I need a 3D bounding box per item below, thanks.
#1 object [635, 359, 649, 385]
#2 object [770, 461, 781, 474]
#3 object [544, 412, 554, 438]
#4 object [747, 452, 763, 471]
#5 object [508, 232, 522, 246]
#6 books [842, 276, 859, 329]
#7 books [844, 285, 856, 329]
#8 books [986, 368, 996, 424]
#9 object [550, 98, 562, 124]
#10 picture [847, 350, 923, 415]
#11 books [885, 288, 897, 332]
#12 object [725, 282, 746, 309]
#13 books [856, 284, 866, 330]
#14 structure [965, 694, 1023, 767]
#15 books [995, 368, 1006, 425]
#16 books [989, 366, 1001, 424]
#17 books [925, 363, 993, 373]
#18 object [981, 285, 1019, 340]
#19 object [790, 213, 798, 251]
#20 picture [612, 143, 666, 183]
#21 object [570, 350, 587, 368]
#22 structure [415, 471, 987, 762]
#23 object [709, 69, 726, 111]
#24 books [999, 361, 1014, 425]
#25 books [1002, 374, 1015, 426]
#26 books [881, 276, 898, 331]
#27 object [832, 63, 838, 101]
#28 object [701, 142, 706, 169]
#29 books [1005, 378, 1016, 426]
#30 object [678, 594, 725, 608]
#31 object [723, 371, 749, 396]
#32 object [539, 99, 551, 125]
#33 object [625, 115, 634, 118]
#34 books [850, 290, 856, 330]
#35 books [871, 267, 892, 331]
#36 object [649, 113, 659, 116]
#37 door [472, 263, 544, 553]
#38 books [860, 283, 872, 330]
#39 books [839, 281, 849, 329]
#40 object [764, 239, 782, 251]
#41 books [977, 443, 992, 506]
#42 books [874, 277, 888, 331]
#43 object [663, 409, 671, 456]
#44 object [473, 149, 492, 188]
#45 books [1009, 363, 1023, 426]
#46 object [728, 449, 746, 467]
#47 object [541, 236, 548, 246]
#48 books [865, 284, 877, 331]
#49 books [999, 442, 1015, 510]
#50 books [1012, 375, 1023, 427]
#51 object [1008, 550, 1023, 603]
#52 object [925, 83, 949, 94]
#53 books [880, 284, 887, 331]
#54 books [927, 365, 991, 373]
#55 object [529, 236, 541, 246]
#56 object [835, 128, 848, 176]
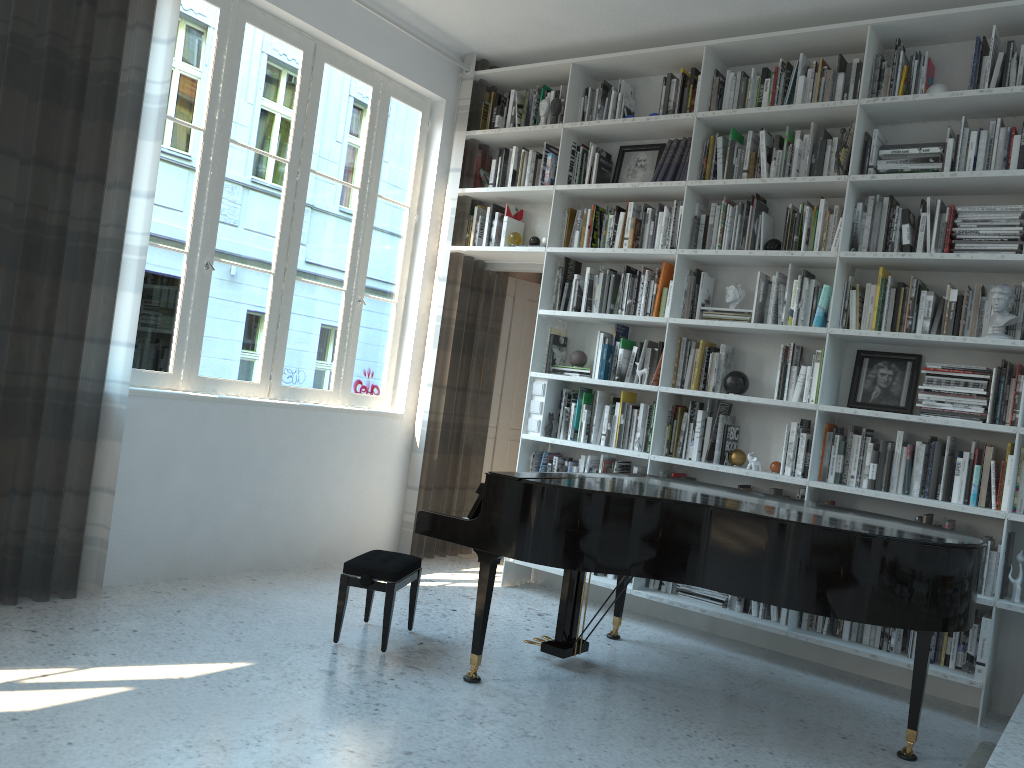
[{"bbox_3d":[0.707,-0.066,4.844,0.081,0.140,0.044,8,0,19],"label":"object"},{"bbox_3d":[1.336,0.421,4.484,0.061,0.062,0.061,8,0,-6],"label":"object"},{"bbox_3d":[0.220,0.240,5.182,0.045,0.146,0.045,8,0,-16],"label":"object"},{"bbox_3d":[1.240,0.394,4.525,0.078,0.095,0.060,8,0,-38],"label":"object"},{"bbox_3d":[0.021,-0.903,5.524,0.087,0.088,0.086,8,0,-6],"label":"object"},{"bbox_3d":[1.679,-0.384,4.401,0.010,0.282,0.140,8,0,35],"label":"books"},{"bbox_3d":[1.683,-0.360,4.394,0.011,0.235,0.142,8,0,35],"label":"books"},{"bbox_3d":[2.168,0.061,3.990,0.012,0.254,0.161,8,0,35],"label":"books"},{"bbox_3d":[0.259,-1.620,5.327,0.067,0.198,0.067,8,0,-12],"label":"object"},{"bbox_3d":[1.812,-0.009,4.317,0.300,0.300,0.077,7,0,35],"label":"picture"},{"bbox_3d":[1.841,-0.337,4.276,0.024,0.228,0.147,8,0,35],"label":"books"},{"bbox_3d":[1.189,-0.468,4.738,0.121,0.157,0.095,8,0,-41],"label":"object"},{"bbox_3d":[1.717,-0.359,4.354,0.042,0.242,0.162,8,0,35],"label":"books"},{"bbox_3d":[2.545,1.175,1.877,2.897,0.659,3.115,7,-1,35],"label":"structure"},{"bbox_3d":[2.201,0.064,3.977,0.013,0.256,0.163,8,0,35],"label":"books"},{"bbox_3d":[2.177,0.059,3.981,0.011,0.261,0.184,8,0,35],"label":"books"},{"bbox_3d":[2.059,-0.074,4.082,0.254,0.012,0.161,7,-1,39],"label":"books"},{"bbox_3d":[2.140,-0.308,3.882,0.137,0.244,0.138,8,0,1],"label":"object"},{"bbox_3d":[1.475,-0.754,4.577,0.010,0.225,0.142,8,0,35],"label":"object"},{"bbox_3d":[0.737,-1.259,5.193,0.300,0.300,0.077,7,0,35],"label":"picture"},{"bbox_3d":[0.393,-0.146,5.244,0.105,0.106,0.105,8,0,13],"label":"object"},{"bbox_3d":[0.747,0.860,3.548,1.917,0.833,1.335,7,-1,35],"label":"structure"},{"bbox_3d":[1.134,-1.565,4.887,0.012,0.285,0.159,8,0,35],"label":"object"},{"bbox_3d":[2.213,0.050,3.970,0.011,0.288,0.152,8,0,35],"label":"books"},{"bbox_3d":[2.222,0.079,3.968,0.013,0.232,0.134,8,0,35],"label":"books"},{"bbox_3d":[1.817,-0.367,4.267,0.010,0.281,0.170,8,0,35],"label":"books"},{"bbox_3d":[1.659,-1.480,4.506,0.010,0.246,0.157,8,0,35],"label":"object"},{"bbox_3d":[1.083,-1.186,4.886,0.012,0.254,0.161,8,0,35],"label":"object"},{"bbox_3d":[2.234,0.088,3.957,0.021,0.217,0.132,8,0,35],"label":"books"},{"bbox_3d":[1.030,1.141,4.693,0.254,0.007,0.161,7,-1,38],"label":"object"},{"bbox_3d":[1.182,-0.003,4.673,0.134,0.135,0.133,8,0,-6],"label":"object"},{"bbox_3d":[0.193,-1.628,5.374,0.067,0.198,0.067,8,0,-12],"label":"object"},{"bbox_3d":[0.685,-1.520,5.153,0.082,0.083,0.082,8,0,13],"label":"object"},{"bbox_3d":[1.693,-0.346,4.355,0.053,0.208,0.156,8,0,35],"label":"books"},{"bbox_3d":[1.782,-0.390,4.277,0.014,0.317,0.188,8,0,35],"label":"books"},{"bbox_3d":[0.812,-1.504,5.062,0.082,0.083,0.082,8,0,13],"label":"object"},{"bbox_3d":[0.165,0.235,6.070,0.833,1.981,0.787,8,0,35],"label":"door"},{"bbox_3d":[1.750,-0.358,4.341,0.026,0.248,0.139,8,0,35],"label":"books"},{"bbox_3d":[1.663,-0.372,4.400,0.012,0.254,0.161,8,0,35],"label":"books"},{"bbox_3d":[1.356,-0.704,4.594,0.097,0.098,0.097,8,0,-6],"label":"object"},{"bbox_3d":[2.133,0.411,4.004,0.010,0.284,0.132,8,0,35],"label":"books"},{"bbox_3d":[1.790,-0.363,4.268,0.015,0.266,0.189,8,0,35],"label":"books"},{"bbox_3d":[0.887,0.270,4.885,0.012,0.254,0.161,8,0,35],"label":"object"},{"bbox_3d":[-0.197,-1.367,5.786,0.035,0.295,0.176,8,0,35],"label":"object"},{"bbox_3d":[2.241,0.057,3.934,0.011,0.279,0.186,8,0,35],"label":"books"},{"bbox_3d":[1.181,0.387,4.648,0.091,0.092,0.091,8,0,13],"label":"object"},{"bbox_3d":[0.216,-0.871,5.419,0.071,0.072,0.071,8,0,13],"label":"object"},{"bbox_3d":[1.769,-0.352,4.320,0.029,0.240,0.156,8,0,35],"label":"books"},{"bbox_3d":[2.202,0.411,3.945,0.011,0.300,0.149,8,0,35],"label":"books"},{"bbox_3d":[2.250,0.084,3.913,0.034,0.229,0.199,8,0,35],"label":"books"},{"bbox_3d":[2.146,0.815,3.769,0.046,0.225,0.053,8,0,-43],"label":"object"},{"bbox_3d":[2.009,-1.365,4.192,0.105,0.106,0.104,8,0,13],"label":"object"},{"bbox_3d":[1.817,-0.348,4.287,0.010,0.245,0.149,8,0,35],"label":"books"},{"bbox_3d":[2.059,-0.062,4.083,0.254,0.012,0.161,7,-1,32],"label":"books"},{"bbox_3d":[0.142,-0.879,5.497,0.071,0.072,0.071,8,0,13],"label":"object"},{"bbox_3d":[1.612,-1.122,4.329,0.075,0.255,0.075,8,0,14],"label":"object"}]
